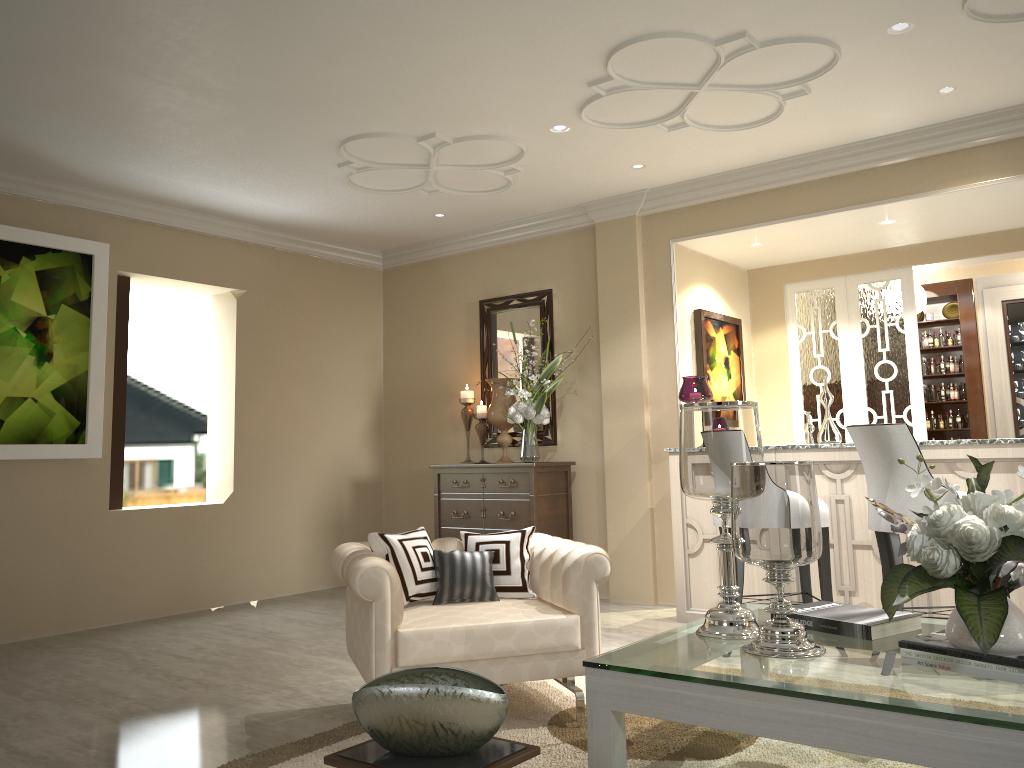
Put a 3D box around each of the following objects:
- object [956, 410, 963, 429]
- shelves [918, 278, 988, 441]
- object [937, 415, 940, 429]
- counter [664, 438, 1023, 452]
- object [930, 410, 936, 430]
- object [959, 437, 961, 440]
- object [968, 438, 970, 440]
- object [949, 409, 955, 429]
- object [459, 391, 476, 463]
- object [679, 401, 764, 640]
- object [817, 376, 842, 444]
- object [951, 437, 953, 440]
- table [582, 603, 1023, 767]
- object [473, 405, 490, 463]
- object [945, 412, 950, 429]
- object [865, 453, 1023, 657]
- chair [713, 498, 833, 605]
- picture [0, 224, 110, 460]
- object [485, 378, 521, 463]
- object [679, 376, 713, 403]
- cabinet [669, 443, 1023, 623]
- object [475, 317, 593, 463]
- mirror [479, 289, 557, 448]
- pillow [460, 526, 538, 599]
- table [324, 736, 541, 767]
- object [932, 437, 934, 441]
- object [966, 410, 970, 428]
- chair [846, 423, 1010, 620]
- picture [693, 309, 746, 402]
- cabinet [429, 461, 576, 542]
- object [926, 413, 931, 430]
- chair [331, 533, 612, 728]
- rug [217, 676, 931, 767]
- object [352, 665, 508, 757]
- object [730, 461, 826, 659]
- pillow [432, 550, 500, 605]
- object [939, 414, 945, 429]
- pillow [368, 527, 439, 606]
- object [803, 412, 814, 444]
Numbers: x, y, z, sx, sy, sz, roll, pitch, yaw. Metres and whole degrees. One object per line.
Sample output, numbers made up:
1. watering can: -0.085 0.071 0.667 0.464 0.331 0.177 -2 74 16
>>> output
1. object: 3.300 0.261 6.534 0.042 0.143 0.044 -8 -10 41
2. shelves: 3.908 0.176 6.153 2.990 2.003 0.183 -6 -9 37
3. object: 3.227 0.289 6.682 0.031 0.115 0.032 -7 -9 35
4. counter: 1.828 0.271 4.026 2.332 0.021 0.377 -5 -6 37
5. object: 3.157 0.271 6.643 0.036 0.149 0.038 -7 -9 37
6. object: 3.329 0.468 6.575 0.042 0.143 0.125 -5 -7 26
7. object: 3.362 0.465 6.511 0.031 0.138 0.032 -8 -10 40
8. object: 3.262 0.262 6.573 0.036 0.149 0.038 -8 -10 40
9. object: -0.288 0.274 5.748 0.102 0.473 0.102 -5 -9 28
10. object: 0.644 0.400 2.684 0.250 0.688 0.250 -8 -10 42
11. object: 1.518 0.125 4.263 0.109 0.333 0.109 -8 -10 42
12. object: 3.273 0.467 6.577 0.036 0.149 0.038 -8 -10 40
13. table: 1.027 0.881 2.327 1.296 0.347 1.053 -5 -6 37
14. object: -0.191 0.319 5.668 0.102 0.376 0.102 -5 -8 28
15. object: 3.264 0.275 6.634 0.037 0.133 0.039 -7 -10 39
16. object: 1.145 0.409 2.189 0.545 0.478 0.509 -6 -8 38
17. chair: 1.090 0.674 3.811 0.541 0.958 0.454 -2 -7 3
18. picture: -2.504 -0.209 4.514 0.060 1.188 0.860 -7 -9 37
19. object: -0.050 0.233 5.569 0.221 0.526 0.220 -6 -9 33
20. object: 0.997 0.150 4.780 0.180 0.384 0.180 -8 -10 42
21. cabinet: 1.820 0.709 3.977 2.251 0.860 0.350 -5 -8 37
22. object: 0.138 0.046 5.368 0.604 0.858 0.559 4 -9 -39
23. mirror: 0.036 -0.091 5.768 0.599 1.001 0.035 -7 -9 37
24. pillow: -0.052 0.658 3.207 0.300 0.271 0.196 -2 -7 7
25. table: -0.185 0.942 2.079 0.384 0.157 0.335 -5 -7 37
26. object: 3.168 0.475 6.647 0.036 0.149 0.038 -7 -9 37
27. object: 3.351 0.260 6.507 0.031 0.138 0.032 -8 -10 40
28. chair: 1.610 0.629 3.415 0.541 0.958 0.455 -3 -7 12
29. picture: 1.292 -0.086 5.463 0.049 0.698 0.594 -7 -9 37
30. cabinet: -0.057 0.895 5.419 0.821 0.818 0.426 -6 -8 37
31. object: 3.131 0.282 6.676 0.037 0.133 0.039 -8 -10 41
32. chair: -0.158 0.828 3.032 0.849 0.556 0.706 0 -6 -17
33. rug: 0.610 0.989 1.887 2.962 0.022 2.663 -5 -6 37
34. object: -0.195 0.780 2.096 0.375 0.179 0.194 -3 -6 13
35. object: 0.729 0.468 2.433 0.236 0.508 0.235 -6 -9 35
36. pillow: -0.161 0.670 3.074 0.251 0.188 0.127 0 -7 -15
37. object: 3.210 0.284 6.616 0.032 0.116 0.034 -7 -9 34
38. pillow: -0.355 0.636 3.088 0.185 0.253 0.282 -5 -7 31
39. object: 1.445 0.216 4.309 0.051 0.162 0.051 -6 -9 32
